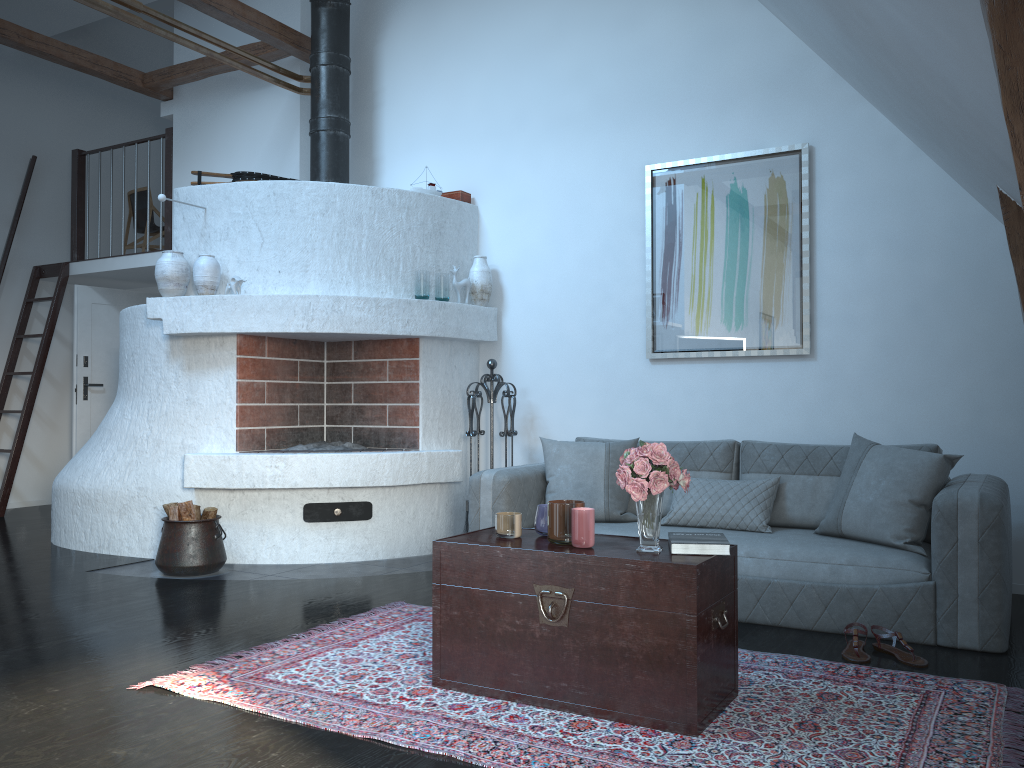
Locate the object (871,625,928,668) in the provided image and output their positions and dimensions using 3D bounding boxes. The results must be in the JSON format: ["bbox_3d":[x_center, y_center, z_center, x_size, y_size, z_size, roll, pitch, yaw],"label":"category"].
[{"bbox_3d":[1.460,0.980,3.329,0.101,0.090,0.277,0,-1,-14],"label":"object"}]

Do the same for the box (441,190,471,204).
[{"bbox_3d":[-0.411,-1.262,6.074,0.229,0.078,0.127,-1,-1,30],"label":"box"}]

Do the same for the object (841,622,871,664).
[{"bbox_3d":[1.307,0.981,3.378,0.101,0.090,0.277,0,-1,18],"label":"object"}]

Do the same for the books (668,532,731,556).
[{"bbox_3d":[0.594,0.509,2.833,0.179,0.034,0.243,0,-1,8],"label":"books"}]

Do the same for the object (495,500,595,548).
[{"bbox_3d":[0.149,0.463,3.029,0.413,0.138,0.215,-1,-2,41],"label":"object"}]

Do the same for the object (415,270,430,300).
[{"bbox_3d":[-0.563,-0.615,5.552,0.092,0.180,0.092,1,-2,-32],"label":"object"}]

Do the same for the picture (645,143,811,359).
[{"bbox_3d":[1.243,-0.752,5.194,0.965,1.185,0.025,-1,-1,30],"label":"picture"}]

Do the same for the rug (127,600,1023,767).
[{"bbox_3d":[0.216,1.010,2.960,2.647,0.029,1.512,-1,-1,30],"label":"rug"}]

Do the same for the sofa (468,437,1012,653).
[{"bbox_3d":[1.083,0.669,4.425,2.458,0.770,1.107,-1,-1,30],"label":"sofa"}]

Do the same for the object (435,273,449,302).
[{"bbox_3d":[-0.446,-0.612,5.664,0.092,0.180,0.092,1,-2,-37],"label":"object"}]

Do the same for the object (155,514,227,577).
[{"bbox_3d":[-1.825,0.915,5.049,0.384,0.313,0.384,1,-2,-34],"label":"object"}]

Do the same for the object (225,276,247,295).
[{"bbox_3d":[-1.644,-0.588,5.276,0.161,0.114,0.064,-1,-2,32],"label":"object"}]

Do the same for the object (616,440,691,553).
[{"bbox_3d":[0.441,0.351,2.827,0.234,0.351,0.235,0,-1,-10],"label":"object"}]

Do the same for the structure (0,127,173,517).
[{"bbox_3d":[-3.780,-0.504,7.572,1.897,3.267,0.781,-1,-1,30],"label":"structure"}]

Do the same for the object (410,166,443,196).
[{"bbox_3d":[-0.566,-1.339,5.884,0.231,0.221,0.066,1,-1,-30],"label":"object"}]

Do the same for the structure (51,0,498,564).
[{"bbox_3d":[-1.471,-1.236,6.672,3.058,4.752,3.049,-1,-2,38],"label":"structure"}]

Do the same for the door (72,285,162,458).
[{"bbox_3d":[-3.313,0.102,8.439,1.433,2.074,0.698,0,-1,-10],"label":"door"}]

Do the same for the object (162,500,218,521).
[{"bbox_3d":[-1.845,0.832,5.042,0.240,0.370,0.270,-1,-1,29],"label":"object"}]

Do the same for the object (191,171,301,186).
[{"bbox_3d":[-1.591,-1.280,5.555,0.783,0.094,0.311,0,-1,16],"label":"object"}]

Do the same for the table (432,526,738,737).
[{"bbox_3d":[0.230,0.770,2.932,0.962,0.492,0.471,-1,-1,30],"label":"table"}]

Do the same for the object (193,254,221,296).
[{"bbox_3d":[-1.827,-0.633,5.308,0.158,0.274,0.158,1,-1,-21],"label":"object"}]

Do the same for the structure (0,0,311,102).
[{"bbox_3d":[-4.082,-2.760,2.290,10.230,3.562,15.910,-1,-2,35],"label":"structure"}]

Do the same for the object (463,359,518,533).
[{"bbox_3d":[-0.127,0.462,5.616,0.376,1.245,0.376,0,-1,10],"label":"object"}]

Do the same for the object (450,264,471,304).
[{"bbox_3d":[-0.337,-0.647,5.770,0.150,0.258,0.081,1,-1,-27],"label":"object"}]

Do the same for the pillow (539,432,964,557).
[{"bbox_3d":[1.051,0.490,4.335,2.075,0.515,0.444,-1,-1,30],"label":"pillow"}]

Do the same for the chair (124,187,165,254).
[{"bbox_3d":[-3.527,-1.489,8.820,0.519,0.824,0.557,-1,-2,42],"label":"chair"}]

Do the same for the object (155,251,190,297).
[{"bbox_3d":[-2.069,-0.650,5.408,0.203,0.314,0.203,0,-1,14],"label":"object"}]

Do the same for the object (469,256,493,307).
[{"bbox_3d":[-0.212,-0.666,5.906,0.165,0.368,0.165,0,-1,2],"label":"object"}]
